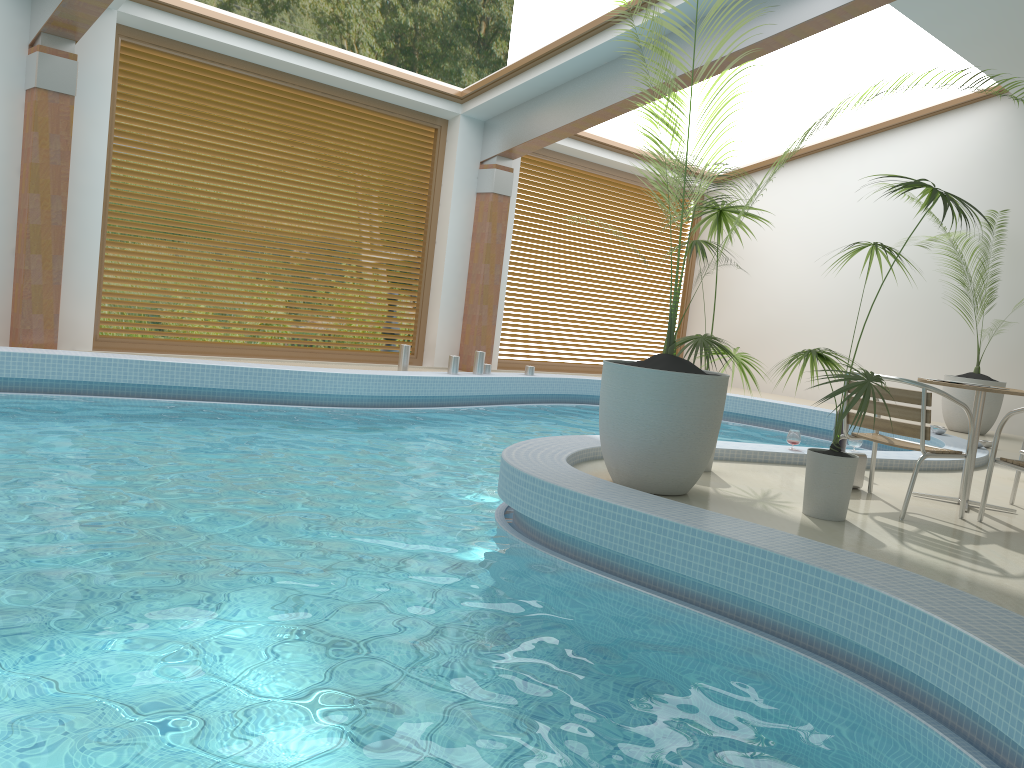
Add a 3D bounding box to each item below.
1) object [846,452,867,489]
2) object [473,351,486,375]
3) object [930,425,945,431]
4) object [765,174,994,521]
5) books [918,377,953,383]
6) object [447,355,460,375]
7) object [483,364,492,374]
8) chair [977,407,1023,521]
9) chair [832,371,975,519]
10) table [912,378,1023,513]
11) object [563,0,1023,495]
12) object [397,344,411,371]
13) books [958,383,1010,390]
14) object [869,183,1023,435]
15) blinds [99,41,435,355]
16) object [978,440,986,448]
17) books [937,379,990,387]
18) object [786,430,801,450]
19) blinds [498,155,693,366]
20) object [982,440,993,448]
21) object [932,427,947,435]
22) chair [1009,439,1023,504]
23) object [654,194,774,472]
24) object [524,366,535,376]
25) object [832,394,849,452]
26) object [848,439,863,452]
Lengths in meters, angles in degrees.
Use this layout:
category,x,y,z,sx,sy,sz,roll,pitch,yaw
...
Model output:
category,x,y,z,sx,sy,sz,roll,pitch,yaw
object,2.025,0.525,5.422,0.272,0.223,0.081,4,5,-23
object,-0.362,-0.232,9.765,0.115,0.254,0.115,6,5,-3
object,4.363,0.466,9.104,0.140,0.069,0.140,8,5,16
object,1.754,-0.157,4.378,0.791,1.695,1.059,6,5,-8
books,2.601,-0.019,5.358,0.241,0.004,0.166,6,5,-2
object,-0.620,-0.201,9.417,0.115,0.194,0.115,6,5,-3
object,-0.290,-0.170,9.997,0.115,0.107,0.115,7,5,5
chair,2.891,0.438,4.593,0.618,0.727,0.563,6,5,-1
chair,2.169,0.321,4.973,0.563,0.727,0.618,4,6,-31
table,2.755,0.369,5.308,0.700,0.720,0.700,4,6,-24
object,1.023,-0.917,4.742,2.729,2.960,2.979,4,6,-26
object,-1.171,-0.264,9.608,0.115,0.320,0.115,7,5,5
books,2.752,0.012,5.197,0.241,0.004,0.166,6,5,-2
object,5.616,-0.873,10.226,2.979,2.960,2.729,8,5,11
blinds,-2.572,-1.766,9.691,4.200,2.921,0.095,2,7,-43
object,4.208,0.544,8.021,0.140,0.069,0.140,8,5,16
books,2.680,-0.007,5.273,0.241,0.004,0.166,6,5,-2
object,2.033,0.402,6.405,0.102,0.137,0.102,3,6,-35
blinds,1.204,-1.645,13.248,4.414,2.921,0.095,2,7,-43
object,4.784,0.610,8.941,0.140,0.069,0.140,8,5,16
object,4.301,0.474,8.932,0.140,0.069,0.140,8,5,16
chair,3.440,0.441,5.275,0.563,0.727,0.618,6,5,-11
object,1.203,-0.323,5.540,0.791,1.695,1.059,10,6,33
object,0.210,-0.157,10.499,0.115,0.107,0.115,7,5,5
object,2.399,0.288,6.445,0.109,0.435,0.109,6,5,-9
object,2.597,0.440,6.709,0.102,0.137,0.102,3,6,-35
